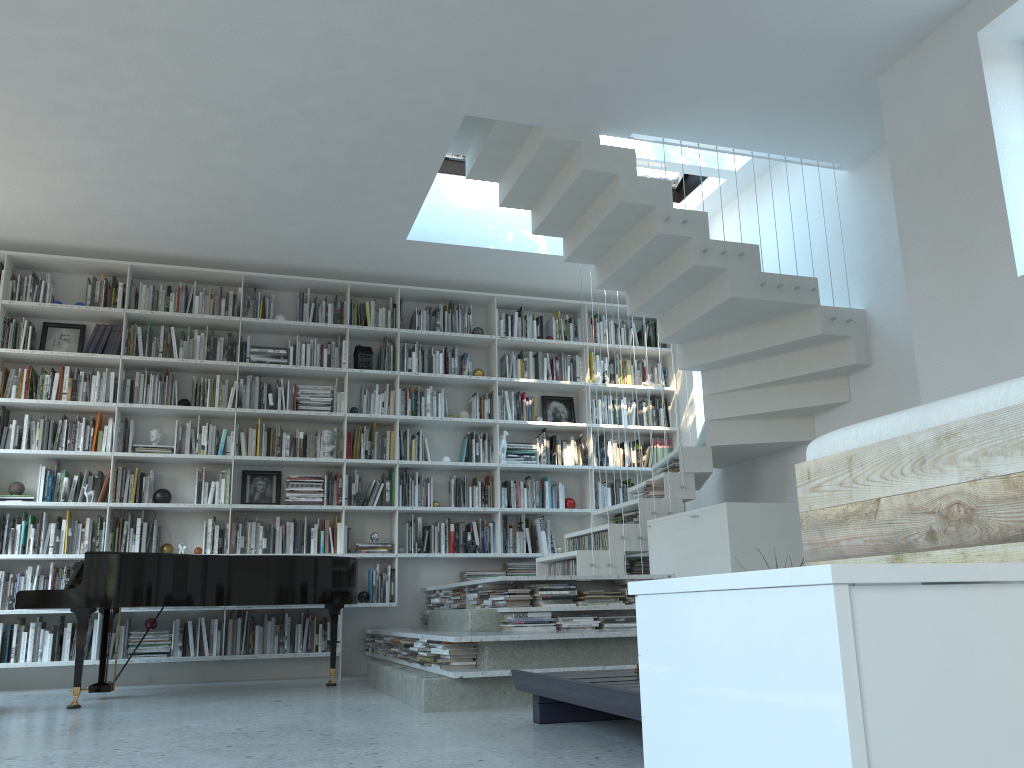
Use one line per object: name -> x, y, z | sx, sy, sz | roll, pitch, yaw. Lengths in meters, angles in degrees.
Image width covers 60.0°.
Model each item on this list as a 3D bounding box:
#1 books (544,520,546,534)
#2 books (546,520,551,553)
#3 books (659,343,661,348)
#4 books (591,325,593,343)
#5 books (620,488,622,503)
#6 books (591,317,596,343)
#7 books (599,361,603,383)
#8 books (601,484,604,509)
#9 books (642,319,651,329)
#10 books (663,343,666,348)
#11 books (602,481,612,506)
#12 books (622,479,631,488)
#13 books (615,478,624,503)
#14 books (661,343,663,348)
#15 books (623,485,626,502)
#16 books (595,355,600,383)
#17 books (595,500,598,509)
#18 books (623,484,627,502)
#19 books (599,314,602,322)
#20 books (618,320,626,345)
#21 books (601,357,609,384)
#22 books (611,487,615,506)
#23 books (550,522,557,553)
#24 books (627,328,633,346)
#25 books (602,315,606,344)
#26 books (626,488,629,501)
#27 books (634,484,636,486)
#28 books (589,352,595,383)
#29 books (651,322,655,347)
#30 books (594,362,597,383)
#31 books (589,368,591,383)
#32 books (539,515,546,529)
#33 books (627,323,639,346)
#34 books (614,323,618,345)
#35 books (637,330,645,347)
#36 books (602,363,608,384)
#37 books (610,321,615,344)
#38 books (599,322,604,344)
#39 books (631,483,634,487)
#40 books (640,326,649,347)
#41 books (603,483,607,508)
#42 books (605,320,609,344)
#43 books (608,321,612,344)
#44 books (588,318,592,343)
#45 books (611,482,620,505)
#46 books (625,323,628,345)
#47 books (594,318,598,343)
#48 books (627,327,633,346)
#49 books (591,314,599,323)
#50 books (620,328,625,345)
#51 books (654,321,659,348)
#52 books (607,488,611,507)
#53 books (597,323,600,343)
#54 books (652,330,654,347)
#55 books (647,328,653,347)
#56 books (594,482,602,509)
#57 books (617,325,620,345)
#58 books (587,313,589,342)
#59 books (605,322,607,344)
books -> 0.254, 1.304, 7.514 | 0.012, 0.284, 0.160 | 3, -15, -17
books -> 0.288, 1.301, 7.508 | 0.025, 0.286, 0.160 | 3, -15, -17
books -> 1.338, -0.365, 8.265 | 0.036, 0.182, 0.162 | 3, -15, -17
books -> 0.701, -0.416, 8.091 | 0.025, 0.222, 0.137 | 3, -15, -17
books -> 0.926, 1.028, 7.797 | 0.027, 0.200, 0.164 | 3, -15, -17
books -> 0.723, -0.449, 8.091 | 0.013, 0.285, 0.151 | 3, -15, -17
books -> 0.768, -0.081, 7.928 | 0.049, 0.223, 0.162 | 3, -15, -17
books -> 0.763, 1.000, 7.741 | 0.037, 0.235, 0.153 | 3, -15, -17
books -> 1.264, -0.429, 8.271 | 0.014, 0.312, 0.162 | 3, -15, -17
books -> 1.382, -0.391, 8.276 | 0.025, 0.236, 0.188 | 3, -15, -17
books -> 0.836, 0.992, 7.783 | 0.024, 0.266, 0.133 | 3, -15, -17
books -> 1.018, 0.991, 7.826 | 0.011, 0.284, 0.161 | 3, -15, -17
books -> 0.945, 0.983, 7.815 | 0.013, 0.296, 0.141 | 3, -15, -17
books -> 1.360, -0.394, 8.283 | 0.014, 0.247, 0.185 | 3, -15, -17
books -> 0.960, 1.014, 7.805 | 0.014, 0.230, 0.172 | 3, -15, -17
books -> 0.735, -0.105, 7.912 | 0.026, 0.262, 0.189 | 3, -15, -17
books -> 0.680, 0.978, 7.728 | 0.085, 0.277, 0.160 | 3, -15, -17
books -> 0.975, 1.014, 7.827 | 0.027, 0.241, 0.132 | 3, -15, -17
books -> 0.797, -0.461, 8.133 | 0.012, 0.325, 0.151 | 3, -14, -17
books -> 1.014, -0.428, 8.195 | 0.012, 0.284, 0.160 | 3, -15, -17
books -> 0.822, -0.095, 7.959 | 0.023, 0.263, 0.158 | 3, -15, -17
books -> 0.863, 1.021, 7.777 | 0.025, 0.207, 0.149 | 3, -15, -17
books -> 0.327, 1.312, 7.528 | 0.062, 0.273, 0.148 | 3, -15, -17
books -> 1.064, -0.392, 8.194 | 0.057, 0.211, 0.163 | 3, -15, -17
books -> 0.813, -0.454, 8.120 | 0.012, 0.305, 0.185 | 3, -15, -17
books -> 1.006, 1.026, 7.804 | 0.021, 0.205, 0.175 | 3, -15, -17
books -> 1.061, 1.016, 7.841 | 0.013, 0.239, 0.166 | 3, -15, -17
books -> 0.692, -0.121, 7.910 | 0.010, 0.293, 0.183 | 3, -15, -17
books -> 1.295, -0.416, 8.283 | 0.012, 0.291, 0.140 | 3, -15, -17
books -> 0.709, -0.077, 7.905 | 0.024, 0.204, 0.166 | 3, -15, -17
books -> 0.663, -0.116, 7.926 | 0.036, 0.293, 0.135 | 3, -14, -17
books -> 0.263, 1.287, 7.527 | 0.012, 0.325, 0.136 | 3, -14, -17
books -> 1.124, -0.418, 8.230 | 0.069, 0.276, 0.132 | 3, -15, -17
books -> 0.926, -0.416, 8.162 | 0.027, 0.249, 0.155 | 3, -15, -17
books -> 1.177, -0.381, 8.210 | 0.024, 0.192, 0.187 | 3, -15, -17
books -> 0.804, -0.066, 7.930 | 0.024, 0.193, 0.190 | 3, -15, -17
books -> 0.891, -0.428, 8.145 | 0.029, 0.263, 0.179 | 3, -15, -17
books -> 0.786, -0.425, 8.103 | 0.023, 0.243, 0.183 | 3, -15, -17
books -> 1.047, 1.010, 7.843 | 0.012, 0.253, 0.161 | 3, -15, -17
books -> 1.215, -0.401, 8.245 | 0.068, 0.246, 0.161 | 3, -15, -17
books -> 0.791, 0.998, 7.752 | 0.022, 0.241, 0.151 | 3, -15, -17
books -> 0.842, -0.435, 8.135 | 0.027, 0.275, 0.148 | 3, -15, -17
books -> 0.867, -0.427, 8.136 | 0.022, 0.258, 0.163 | 3, -15, -17
books -> 0.681, -0.445, 8.080 | 0.022, 0.274, 0.160 | 3, -15, -17
books -> 0.895, 0.996, 7.765 | 0.027, 0.248, 0.184 | 3, -15, -17
books -> 1.028, -0.418, 8.192 | 0.015, 0.262, 0.143 | 3, -15, -17
books -> 0.739, -0.443, 8.080 | 0.012, 0.268, 0.185 | 3, -15, -17
books -> 1.092, -0.399, 8.219 | 0.010, 0.235, 0.132 | 3, -15, -17
books -> 0.764, -0.465, 8.121 | 0.014, 0.330, 0.143 | 3, -14, -17
books -> 0.991, -0.394, 8.172 | 0.026, 0.207, 0.163 | 3, -15, -17
books -> 1.317, -0.420, 8.257 | 0.014, 0.286, 0.190 | 3, -15, -17
books -> 0.817, 1.018, 7.750 | 0.029, 0.201, 0.173 | 3, -15, -17
books -> 0.755, -0.422, 8.084 | 0.022, 0.228, 0.175 | 3, -15, -17
books -> 1.279, -0.382, 8.272 | 0.021, 0.222, 0.131 | 3, -15, -17
books -> 1.259, -0.388, 8.235 | 0.012, 0.215, 0.193 | 3, -15, -17
books -> 0.737, 0.988, 7.727 | 0.024, 0.251, 0.176 | 3, -15, -17
books -> 0.953, -0.411, 8.161 | 0.025, 0.236, 0.144 | 3, -15, -17
books -> 0.660, -0.468, 8.065 | 0.011, 0.312, 0.173 | 3, -15, -17
books -> 0.823, -0.429, 8.126 | 0.014, 0.259, 0.168 | 3, -15, -17
